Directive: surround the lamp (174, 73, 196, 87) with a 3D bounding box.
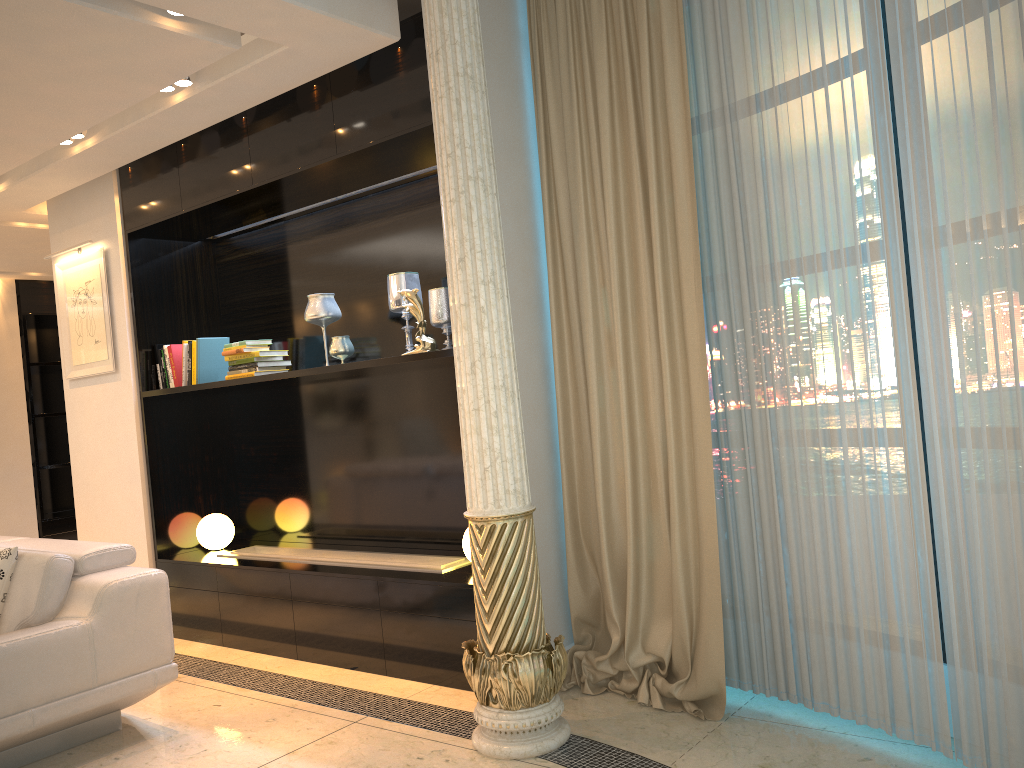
[{"bbox_3d":[-1.416,-1.345,3.805,0.107,0.127,0.107,-6,0,20],"label":"lamp"}]

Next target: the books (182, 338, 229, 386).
[{"bbox_3d":[-1.735,-0.122,5.010,0.210,0.261,0.212,-6,0,38],"label":"books"}]

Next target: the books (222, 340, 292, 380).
[{"bbox_3d":[-1.371,-0.129,4.753,0.296,0.197,0.260,-6,0,41],"label":"books"}]

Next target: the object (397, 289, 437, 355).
[{"bbox_3d":[-0.420,-0.272,3.874,0.182,0.293,0.116,-6,0,35],"label":"object"}]

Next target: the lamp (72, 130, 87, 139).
[{"bbox_3d":[-2.163,-1.281,4.390,0.107,0.127,0.107,-6,0,20],"label":"lamp"}]

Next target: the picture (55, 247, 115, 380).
[{"bbox_3d":[-2.575,-0.411,5.354,0.610,0.729,0.027,-6,0,38],"label":"picture"}]

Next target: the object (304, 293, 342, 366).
[{"bbox_3d":[-0.948,-0.261,4.484,0.181,0.381,0.181,-6,0,32],"label":"object"}]

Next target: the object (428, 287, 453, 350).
[{"bbox_3d":[-0.301,-0.280,4.094,0.147,0.317,0.147,-6,0,40],"label":"object"}]

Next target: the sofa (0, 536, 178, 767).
[{"bbox_3d":[-2.580,1.114,3.792,2.328,0.754,1.145,-6,0,38],"label":"sofa"}]

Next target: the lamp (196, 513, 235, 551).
[{"bbox_3d":[-1.739,0.866,5.202,0.212,0.214,0.213,-5,0,-12],"label":"lamp"}]

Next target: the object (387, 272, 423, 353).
[{"bbox_3d":[-0.504,-0.315,4.259,0.156,0.426,0.156,-6,0,43],"label":"object"}]

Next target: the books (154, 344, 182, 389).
[{"bbox_3d":[-1.919,-0.107,5.150,0.240,0.270,0.208,-6,0,38],"label":"books"}]

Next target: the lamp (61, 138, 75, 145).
[{"bbox_3d":[-2.258,-1.272,4.465,0.107,0.127,0.107,-5,0,-40],"label":"lamp"}]

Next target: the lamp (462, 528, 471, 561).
[{"bbox_3d":[-0.112,0.702,3.912,0.213,0.214,0.212,-5,0,-1],"label":"lamp"}]

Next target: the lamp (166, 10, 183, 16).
[{"bbox_3d":[-1.193,-1.382,3.159,0.107,0.127,0.107,-6,0,20],"label":"lamp"}]

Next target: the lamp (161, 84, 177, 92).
[{"bbox_3d":[-1.521,-1.346,3.881,0.107,0.127,0.107,-6,0,20],"label":"lamp"}]

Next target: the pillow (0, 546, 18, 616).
[{"bbox_3d":[-2.236,0.858,3.618,0.526,0.399,0.255,-6,0,38],"label":"pillow"}]

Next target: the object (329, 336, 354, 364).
[{"bbox_3d":[-0.842,-0.157,4.393,0.119,0.154,0.119,-5,0,-42],"label":"object"}]
